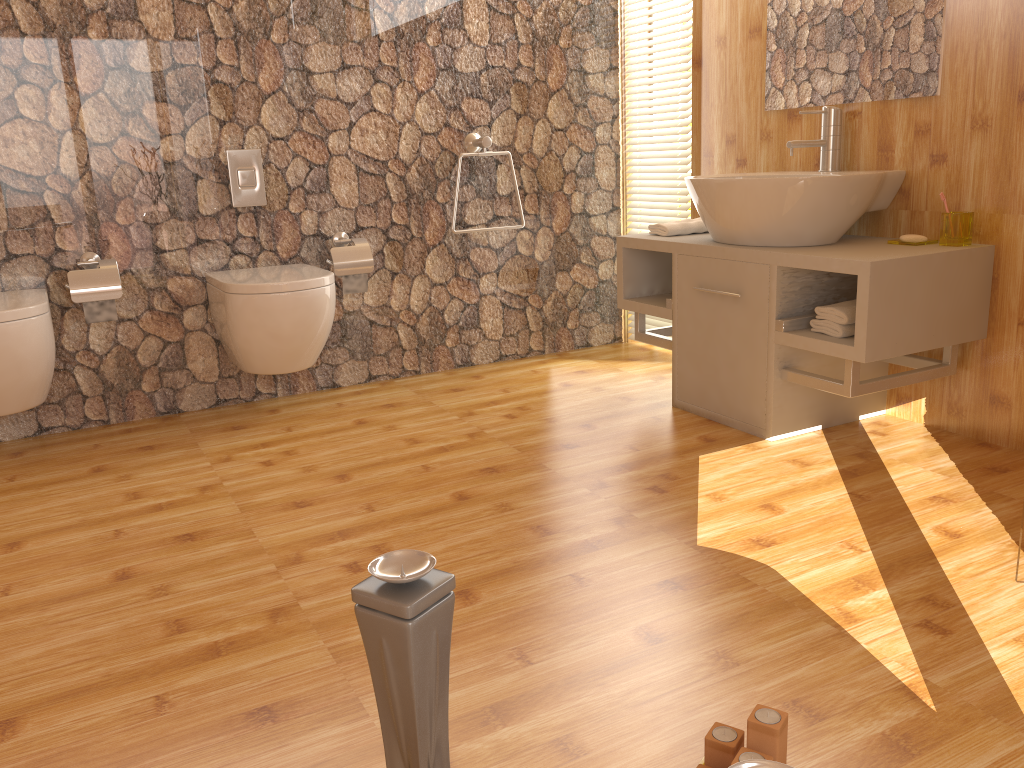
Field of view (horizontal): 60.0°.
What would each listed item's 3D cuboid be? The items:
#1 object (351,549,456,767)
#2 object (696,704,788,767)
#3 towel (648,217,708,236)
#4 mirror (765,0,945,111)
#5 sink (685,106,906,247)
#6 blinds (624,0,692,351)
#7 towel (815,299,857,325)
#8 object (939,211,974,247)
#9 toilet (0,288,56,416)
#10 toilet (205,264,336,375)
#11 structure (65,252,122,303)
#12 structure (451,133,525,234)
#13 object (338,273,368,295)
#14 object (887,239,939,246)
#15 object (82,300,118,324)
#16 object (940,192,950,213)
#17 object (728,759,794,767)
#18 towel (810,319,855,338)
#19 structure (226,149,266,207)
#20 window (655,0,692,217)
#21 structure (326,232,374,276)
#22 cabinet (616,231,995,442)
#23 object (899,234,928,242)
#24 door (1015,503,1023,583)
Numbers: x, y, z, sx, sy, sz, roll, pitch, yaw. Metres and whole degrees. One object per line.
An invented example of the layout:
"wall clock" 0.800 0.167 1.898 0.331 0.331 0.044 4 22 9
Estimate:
"object" 0.954 -0.294 0.619 2.276 1.921 0.347 1 15 15
"object" 0.307 0.509 1.208 0.141 0.131 0.141 7 17 33
"towel" 0.623 -0.570 3.207 0.225 0.048 0.140 -8 16 -21
"mirror" 1.055 -1.156 2.795 0.005 0.523 0.698 -10 16 -26
"sink" 0.843 -0.659 2.796 0.533 0.409 0.634 -10 16 -26
"blinds" 0.609 -1.224 3.681 0.042 2.178 0.420 -10 16 -26
"towel" 0.997 -0.213 2.527 0.225 0.048 0.140 -8 16 -21
"object" 1.253 -0.437 2.500 0.060 0.093 0.060 -10 16 -26
"toilet" -1.597 -0.080 2.711 0.371 0.337 0.507 -10 16 -26
"toilet" -0.819 -0.217 3.103 0.371 0.337 0.507 -10 16 -26
"structure" -1.402 -0.359 2.960 0.170 0.151 0.154 -10 16 -26
"structure" -0.120 -0.812 3.565 0.332 0.387 0.133 -10 16 -26
"object" -0.608 -0.421 3.351 0.098 0.151 0.090 -10 16 -26
"object" 1.175 -0.417 2.600 0.100 0.010 0.100 -10 16 -26
"object" -1.383 -0.285 2.961 0.098 0.151 0.090 -10 16 -26
"object" 1.231 -0.474 2.499 0.063 0.132 0.012 -2 14 2
"object" 0.172 0.489 0.615 0.080 0.478 0.080 7 17 33
"towel" 0.987 -0.177 2.539 0.225 0.048 0.140 -8 16 -21
"structure" -0.956 -0.742 3.195 0.120 0.200 0.010 -10 16 -26
"window" 1.566 -0.879 2.220 0.010 2.164 3.964 -10 16 -26
"structure" -0.627 -0.495 3.350 0.170 0.151 0.154 -10 16 -26
"cabinet" 0.869 -0.186 2.923 0.517 0.570 1.136 -10 16 -26
"object" 1.177 -0.425 2.599 0.075 0.023 0.050 -1 15 8
"door" 1.424 -0.657 1.390 0.983 2.147 0.077 1 15 12
